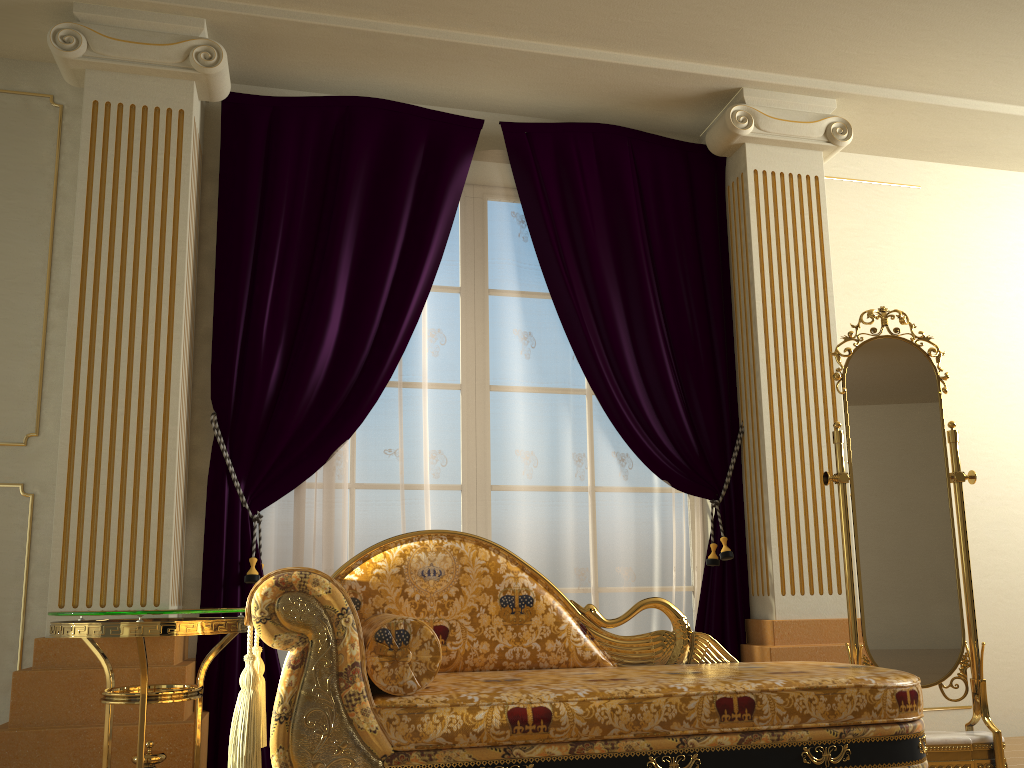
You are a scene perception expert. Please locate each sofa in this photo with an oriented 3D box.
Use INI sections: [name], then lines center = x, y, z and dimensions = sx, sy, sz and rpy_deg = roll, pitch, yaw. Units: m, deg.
[sofa]
center = 0.220, 0.819, 2.480
dimensions = 1.894, 0.860, 0.702
rpy_deg = 2, -12, -13

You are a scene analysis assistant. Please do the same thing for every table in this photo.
[table]
center = -1.047, 0.979, 2.565
dimensions = 0.573, 0.635, 0.576
rpy_deg = -8, -13, 31

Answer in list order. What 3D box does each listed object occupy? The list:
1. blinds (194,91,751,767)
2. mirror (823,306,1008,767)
[blinds]
center = -0.085, 0.179, 3.537
dimensions = 2.236, 2.620, 0.343
rpy_deg = 2, -10, -13
[mirror]
center = 1.390, 0.536, 3.134
dimensions = 0.541, 1.679, 0.246
rpy_deg = 0, -10, -3
